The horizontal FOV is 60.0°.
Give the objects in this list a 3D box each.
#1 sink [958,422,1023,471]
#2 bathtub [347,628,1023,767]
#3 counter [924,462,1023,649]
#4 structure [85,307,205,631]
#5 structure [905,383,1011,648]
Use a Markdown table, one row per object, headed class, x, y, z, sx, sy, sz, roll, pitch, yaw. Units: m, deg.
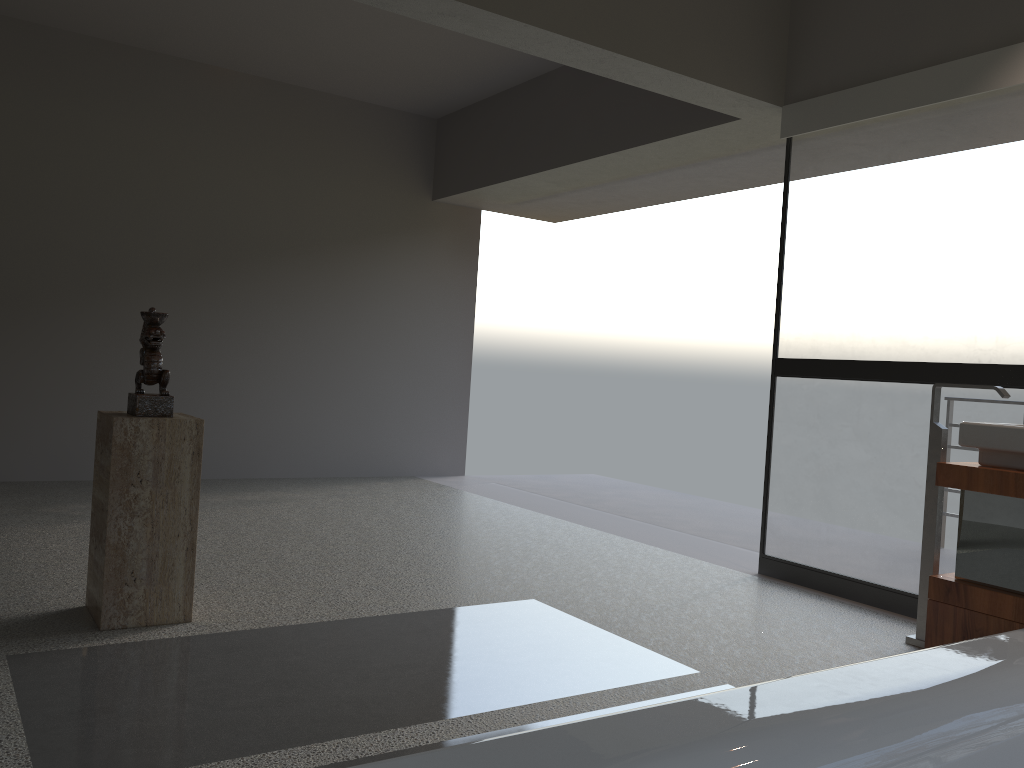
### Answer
| class | x | y | z | sx | sy | sz | roll | pitch | yaw |
| --- | --- | --- | --- | --- | --- | --- | --- | --- | --- |
| sink | 1.924 | 0.173 | 2.908 | 0.352 | 0.266 | 0.750 | 3 | 1 | -33 |
| bathtub | 0.824 | 0.720 | 0.812 | 1.957 | 0.504 | 1.328 | 3 | 1 | -33 |
| counter | 2.133 | 0.678 | 2.452 | 0.524 | 0.704 | 1.849 | 3 | 1 | -33 |
| structure | -1.274 | 0.268 | 3.099 | 0.291 | 1.074 | 0.328 | 4 | 0 | -33 |
| structure | 1.636 | 0.496 | 3.255 | 0.069 | 0.988 | 0.303 | 4 | 0 | -33 |
